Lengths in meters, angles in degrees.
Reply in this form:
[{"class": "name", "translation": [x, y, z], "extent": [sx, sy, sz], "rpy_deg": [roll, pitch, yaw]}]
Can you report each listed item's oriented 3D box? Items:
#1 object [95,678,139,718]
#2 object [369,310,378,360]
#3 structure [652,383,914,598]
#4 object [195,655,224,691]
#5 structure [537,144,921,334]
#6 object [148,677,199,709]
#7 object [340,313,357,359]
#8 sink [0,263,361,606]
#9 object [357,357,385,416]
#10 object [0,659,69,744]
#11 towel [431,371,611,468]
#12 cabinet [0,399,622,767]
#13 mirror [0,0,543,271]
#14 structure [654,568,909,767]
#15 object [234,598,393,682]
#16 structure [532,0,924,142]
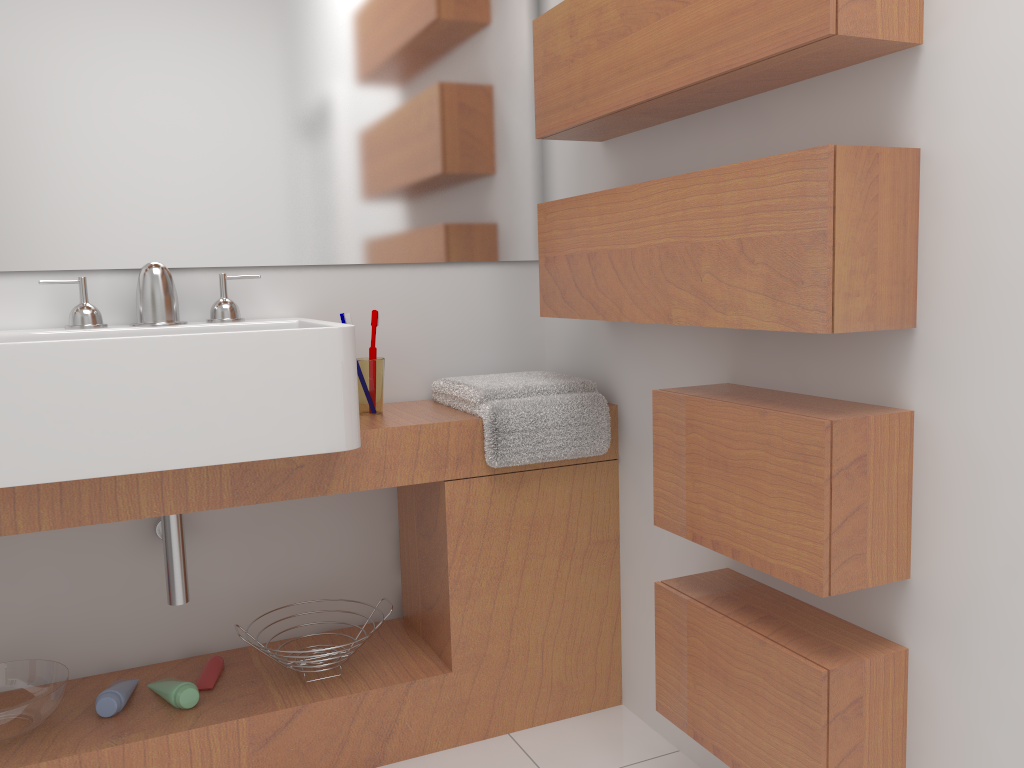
[{"class": "object", "translation": [-0.809, 0.624, 1.816], "extent": [0.059, 0.052, 0.187], "rpy_deg": [-3, 7, -12]}, {"class": "object", "translation": [-0.311, -0.050, 1.992], "extent": [0.016, 0.231, 0.052], "rpy_deg": [0, 7, 16]}, {"class": "structure", "translation": [0.411, 0.145, 1.420], "extent": [0.165, 0.245, 0.417], "rpy_deg": [-5, 7, -24]}, {"class": "object", "translation": [-0.647, 0.622, 1.900], "extent": [0.042, 0.037, 0.133], "rpy_deg": [-2, 7, -5]}, {"class": "structure", "translation": [0.310, -0.234, 1.579], "extent": [0.165, 0.245, 0.860], "rpy_deg": [-5, 7, -24]}, {"class": "object", "translation": [-0.696, 0.619, 1.824], "extent": [0.059, 0.052, 0.187], "rpy_deg": [-7, 9, -40]}, {"class": "object", "translation": [-0.340, -0.044, 1.962], "extent": [0.070, 0.228, 0.016], "rpy_deg": [-2, 7, 1]}, {"class": "sink", "translation": [-0.669, 0.104, 1.686], "extent": [0.657, 0.673, 0.552], "rpy_deg": [-5, 7, -24]}, {"class": "object", "translation": [-0.318, 0.009, 1.967], "extent": [0.076, 0.130, 0.076], "rpy_deg": [1, 7, 19]}, {"class": "object", "translation": [-0.975, 0.619, 1.686], "extent": [0.245, 0.090, 0.245], "rpy_deg": [3, 8, 37]}, {"class": "towel", "translation": [0.011, 0.070, 2.058], "extent": [0.272, 0.140, 0.359], "rpy_deg": [-5, 7, -24]}, {"class": "cabinet", "translation": [-0.568, 0.449, 1.866], "extent": [1.635, 0.719, 0.355], "rpy_deg": [-5, 7, -24]}, {"class": "mirror", "translation": [-1.105, -0.662, 1.711], "extent": [2.600, 0.887, 0.022], "rpy_deg": [-5, 7, -24]}, {"class": "structure", "translation": [0.422, 0.493, 1.461], "extent": [0.165, 0.245, 0.417], "rpy_deg": [-5, 7, -24]}, {"class": "object", "translation": [-0.421, 0.558, 1.914], "extent": [0.291, 0.126, 0.291], "rpy_deg": [1, 7, 24]}, {"class": "structure", "translation": [0.299, -0.613, 1.534], "extent": [0.165, 0.245, 0.860], "rpy_deg": [-5, 7, -24]}]
